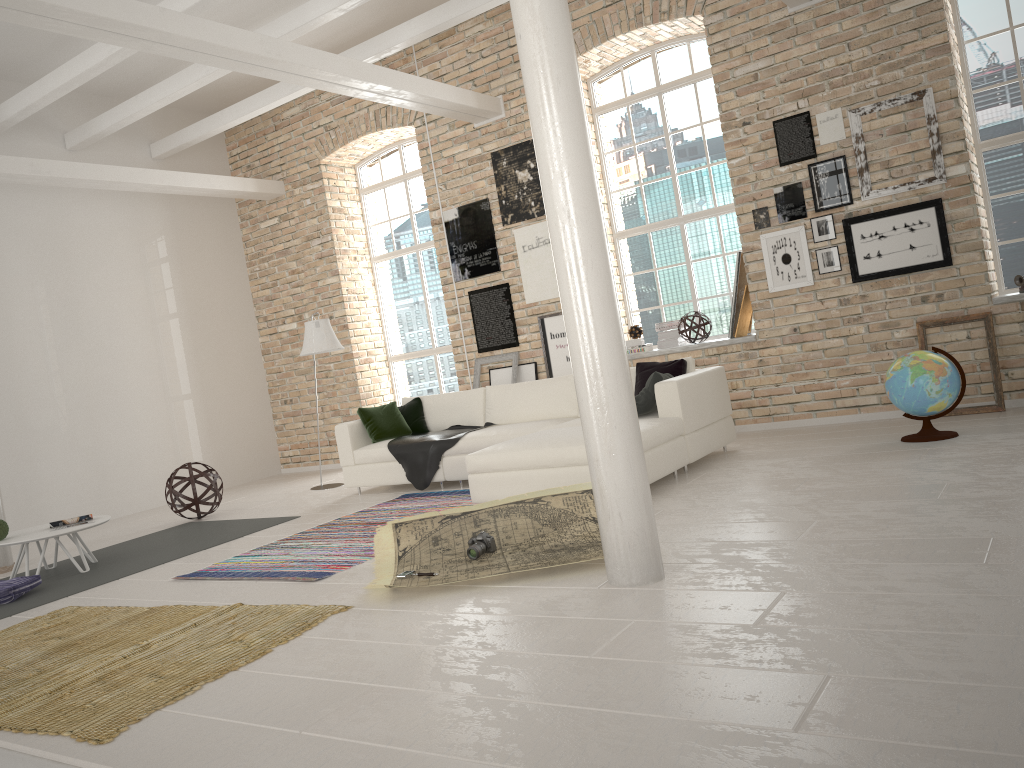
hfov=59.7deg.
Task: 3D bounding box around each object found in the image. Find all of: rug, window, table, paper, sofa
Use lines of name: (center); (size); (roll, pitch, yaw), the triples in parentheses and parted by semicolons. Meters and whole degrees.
rug: (-3.038, 1.348, 6.797); (1.532, 0.041, 2.545); (-8, 2, 32)
window: (1.553, -1.652, 2.478); (1.525, 2.987, 10.709); (-9, 2, 33)
window: (-3.900, -0.520, 6.456); (1.525, 3.653, 10.709); (-9, 2, 33)
table: (-3.413, 1.246, 6.610); (0.851, 0.342, 0.972); (-11, 2, -41)
rug: (-2.018, 1.260, 4.159); (2.334, 0.021, 1.446); (-9, 2, 29)
rug: (-0.994, 1.020, 6.285); (1.500, 0.008, 2.513); (-8, 2, 32)
window: (-1.188, -1.252, 4.456); (1.525, 2.987, 10.709); (-9, 2, 33)
paper: (-0.070, 0.784, 4.604); (1.473, 0.265, 1.058); (-10, 2, 0)
sofa: (-0.201, 0.468, 7.249); (3.496, 0.841, 2.033); (-8, 2, 35)

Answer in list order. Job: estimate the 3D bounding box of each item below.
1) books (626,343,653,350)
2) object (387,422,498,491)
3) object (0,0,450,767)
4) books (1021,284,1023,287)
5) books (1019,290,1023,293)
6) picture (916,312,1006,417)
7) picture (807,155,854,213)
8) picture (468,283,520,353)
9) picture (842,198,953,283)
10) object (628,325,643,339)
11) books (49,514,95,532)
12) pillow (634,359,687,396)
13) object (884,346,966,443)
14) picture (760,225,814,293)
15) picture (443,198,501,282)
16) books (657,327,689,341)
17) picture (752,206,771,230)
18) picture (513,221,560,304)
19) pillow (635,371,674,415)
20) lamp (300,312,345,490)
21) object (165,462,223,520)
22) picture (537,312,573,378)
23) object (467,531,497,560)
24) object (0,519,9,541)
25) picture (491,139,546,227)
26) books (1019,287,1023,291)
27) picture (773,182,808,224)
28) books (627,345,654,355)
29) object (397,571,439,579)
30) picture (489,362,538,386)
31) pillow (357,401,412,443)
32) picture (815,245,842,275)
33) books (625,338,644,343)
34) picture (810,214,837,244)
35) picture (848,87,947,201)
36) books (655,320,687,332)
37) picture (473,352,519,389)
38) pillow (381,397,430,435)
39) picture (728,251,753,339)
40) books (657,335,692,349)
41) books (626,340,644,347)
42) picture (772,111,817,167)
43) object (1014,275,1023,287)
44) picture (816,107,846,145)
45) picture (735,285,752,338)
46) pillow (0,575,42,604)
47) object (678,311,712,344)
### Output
books: (1.215, -0.363, 8.733); (0.288, 0.024, 0.205); (-9, 2, 31)
object: (-0.596, 0.642, 7.951); (0.953, 0.464, 0.727); (-9, 2, 33)
object: (-1.550, -1.245, 4.745); (10.805, 4.796, 11.099); (-9, 2, 34)
books: (4.050, -0.780, 6.829); (0.274, 0.026, 0.191); (-9, 2, 30)
books: (4.048, -0.727, 6.832); (0.272, 0.025, 0.189); (-8, 2, 35)
picture: (3.462, -0.144, 6.899); (0.539, 0.748, 0.208); (-9, 1, 35)
picture: (2.639, -1.658, 7.396); (0.311, 0.409, 0.009); (-9, 1, 36)
picture: (-0.191, -0.701, 9.535); (0.545, 0.680, 0.060); (-9, 1, 36)
picture: (3.080, -1.140, 7.153); (0.761, 0.535, 0.029); (-9, 1, 36)
object: (1.219, -0.512, 8.783); (0.136, 0.137, 0.150); (-10, 1, -28)
books: (-3.282, 1.025, 6.640); (0.290, 0.048, 0.392); (-11, 2, -27)
pillow: (1.165, 0.004, 7.034); (0.455, 0.390, 0.227); (-9, 1, 36)
object: (2.805, 0.068, 6.073); (0.434, 0.631, 0.461); (-10, 1, -15)
picture: (2.361, -1.070, 7.670); (0.390, 0.514, 0.012); (-9, 1, 36)
picture: (-0.435, -1.540, 9.585); (0.630, 0.785, 0.034); (-9, 1, 36)
books: (1.595, -0.499, 8.795); (0.252, 0.088, 0.298); (-9, 2, 29)
picture: (2.171, -1.443, 7.761); (0.143, 0.178, 0.008); (-9, 1, 40)
picture: (0.339, -1.251, 9.070); (0.629, 0.784, 0.034); (-9, 1, 36)
pillow: (1.019, 0.060, 6.665); (0.360, 0.305, 0.394); (-9, 1, 24)
lamp: (-1.912, 0.181, 9.065); (0.430, 1.775, 1.048); (-10, 1, -24)
object: (-3.008, 1.011, 8.448); (0.553, 0.543, 0.530); (-9, 1, 10)
picture: (0.543, -0.353, 9.040); (0.553, 0.756, 0.011); (-9, 1, 36)
object: (-0.189, 0.867, 4.800); (0.159, 0.124, 0.158); (-9, 2, 34)
object: (-3.698, 1.050, 6.399); (0.165, 0.164, 0.159); (-9, 1, 11)
picture: (0.098, -2.070, 9.158); (0.627, 0.783, 0.034); (-9, 1, 36)
books: (4.045, -0.753, 6.835); (0.271, 0.029, 0.190); (-8, 2, 34)
picture: (2.373, -1.545, 7.605); (0.245, 0.306, 0.013); (-9, 1, 36)
books: (1.218, -0.327, 8.735); (0.294, 0.048, 0.205); (-9, 2, 31)
object: (-0.472, 0.974, 4.559); (0.242, 0.019, 0.091); (-9, 2, 31)
picture: (0.021, 0.090, 9.390); (0.614, 0.568, 0.138); (-9, 1, 35)
pillow: (-1.200, 0.355, 8.360); (0.393, 0.343, 0.322); (-10, 1, -30)
picture: (2.654, -1.037, 7.474); (0.188, 0.213, 0.011); (-9, 1, 36)
books: (1.188, -0.425, 8.758); (0.194, 0.030, 0.167); (-9, 2, 23)
picture: (2.609, -1.302, 7.472); (0.188, 0.213, 0.011); (-9, 1, 36)
picture: (3.050, -1.891, 7.077); (0.644, 0.749, 0.024); (-9, 1, 36)
books: (1.569, -0.581, 8.795); (0.316, 0.085, 0.220); (-9, 2, 16)
picture: (-0.184, -0.007, 9.446); (0.580, 0.582, 0.265); (-9, 1, 35)
pillow: (-1.031, 0.334, 8.561); (0.405, 0.365, 0.319); (-10, 1, -8)
picture: (2.144, -0.827, 8.209); (0.261, 0.763, 0.550); (-9, 1, 34)
books: (1.608, -0.417, 8.795); (0.254, 0.088, 0.296); (-8, 2, 39)
books: (1.188, -0.390, 8.763); (0.213, 0.040, 0.185); (-9, 2, 21)
picture: (2.385, -2.067, 7.528); (0.315, 0.394, 0.017); (-9, 1, 36)
object: (4.075, -0.824, 6.814); (0.467, 0.090, 0.096); (-10, 1, -10)
picture: (2.629, -2.123, 7.354); (0.207, 0.259, 0.011); (-9, 1, 36)
picture: (2.119, -0.657, 8.069); (0.184, 0.460, 0.339); (-9, 1, 33)
pillow: (-3.347, 1.377, 5.885); (0.364, 0.164, 0.345); (-9, 2, 10)
object: (1.716, -0.531, 8.371); (0.323, 0.307, 0.290); (-9, 1, 26)
